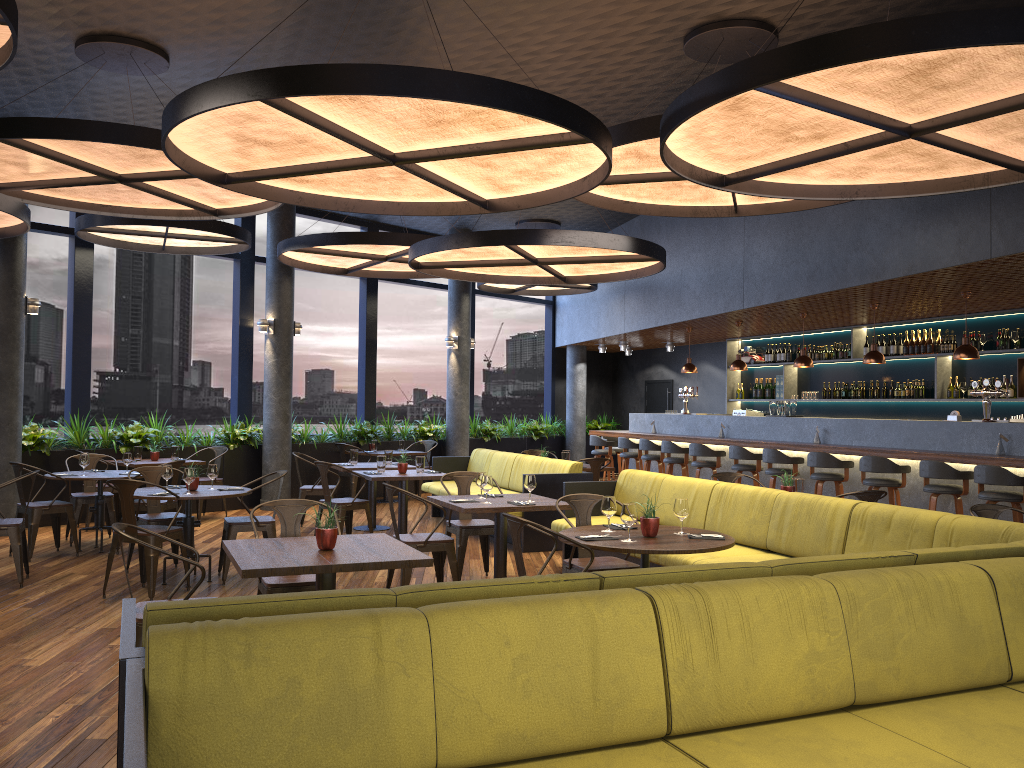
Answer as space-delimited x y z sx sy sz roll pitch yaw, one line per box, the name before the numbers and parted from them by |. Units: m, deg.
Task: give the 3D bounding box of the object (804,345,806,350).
object | 4.521 -0.471 13.669 0.063 0.254 0.063 0 -2 39

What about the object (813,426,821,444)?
object | 3.610 0.600 10.475 0.069 0.203 0.114 2 -2 -34

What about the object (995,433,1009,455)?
object | 4.558 0.559 8.262 0.114 0.203 0.069 0 -1 11

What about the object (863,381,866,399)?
object | 5.036 0.090 12.686 0.063 0.254 0.063 0 -2 39

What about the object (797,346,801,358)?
object | 4.449 -0.470 13.764 0.063 0.254 0.063 2 -2 -41

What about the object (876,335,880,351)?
object | 5.088 -0.525 12.336 0.085 0.310 0.086 0 -1 10

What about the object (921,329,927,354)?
object | 5.390 -0.550 11.589 0.084 0.330 0.084 1 -1 -16

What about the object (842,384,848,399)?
object | 4.849 0.109 12.922 0.088 0.224 0.088 1 -1 -8

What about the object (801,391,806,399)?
object | 4.524 0.175 13.729 0.084 0.119 0.084 0 -1 22

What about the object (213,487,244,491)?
object | -2.391 0.884 7.474 0.255 0.019 0.157 1 -2 -25

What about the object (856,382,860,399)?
object | 4.999 0.092 12.787 0.063 0.254 0.063 1 -1 10

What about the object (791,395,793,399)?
object | 4.408 0.209 13.951 0.042 0.059 0.042 0 -2 29

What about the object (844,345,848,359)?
object | 4.892 -0.466 12.951 0.068 0.217 0.068 1 -1 -18

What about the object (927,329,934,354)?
object | 5.429 -0.551 11.501 0.084 0.330 0.084 1 -1 -16

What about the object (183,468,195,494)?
object | -2.591 0.778 7.112 0.097 0.206 0.097 1 -1 -16

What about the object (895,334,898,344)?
object | 5.261 -0.527 12.176 0.085 0.310 0.086 1 -1 4

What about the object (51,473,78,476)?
object | -4.359 0.887 8.676 0.157 0.019 0.255 -1 -2 44

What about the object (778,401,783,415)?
object | 3.487 0.319 11.435 0.105 0.209 0.105 0 -1 12

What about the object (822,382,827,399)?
object | 4.676 0.100 13.276 0.063 0.254 0.063 0 -2 39

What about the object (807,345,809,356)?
object | 4.592 -0.469 13.713 0.063 0.254 0.063 0 -2 39

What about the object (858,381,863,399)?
object | 4.969 0.088 12.634 0.063 0.254 0.063 0 -1 19

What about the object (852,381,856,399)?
object | 4.922 0.091 12.763 0.063 0.254 0.063 1 -1 -5

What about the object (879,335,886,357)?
object | 5.122 -0.527 12.250 0.085 0.310 0.086 1 -1 4

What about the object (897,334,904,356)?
object | 5.297 -0.528 12.088 0.085 0.310 0.086 0 -1 18

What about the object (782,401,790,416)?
object | 3.489 0.316 11.297 0.105 0.209 0.105 0 -1 12

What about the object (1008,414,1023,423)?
object | 4.751 0.318 8.294 0.177 0.091 0.091 -1 -2 42

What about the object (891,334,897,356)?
object | 5.200 -0.530 12.072 0.085 0.310 0.086 0 -1 10

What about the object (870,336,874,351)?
object | 5.106 -0.520 12.526 0.085 0.310 0.086 1 -1 -9

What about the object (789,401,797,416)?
object | 3.592 0.318 11.349 0.105 0.209 0.105 0 -1 12

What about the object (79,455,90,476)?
object | -4.184 0.796 8.670 0.097 0.206 0.097 0 -2 35

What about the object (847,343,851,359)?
object | 4.887 -0.473 12.797 0.088 0.224 0.088 1 -1 -8

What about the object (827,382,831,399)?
object | 4.715 0.098 13.183 0.063 0.254 0.063 2 -2 -36

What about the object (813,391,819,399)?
object | 4.625 0.171 13.492 0.084 0.119 0.084 0 -1 22

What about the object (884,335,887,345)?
object | 5.184 -0.523 12.352 0.085 0.310 0.086 0 -1 18

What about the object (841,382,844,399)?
object | 4.902 0.099 13.118 0.063 0.254 0.063 0 -2 39

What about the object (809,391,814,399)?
object | 4.591 0.172 13.572 0.084 0.119 0.084 0 -1 22

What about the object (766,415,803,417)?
object | 3.513 0.415 11.440 0.273 0.019 0.437 1 -2 -23

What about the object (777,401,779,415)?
object | 3.499 0.322 11.558 0.105 0.209 0.105 0 -1 12

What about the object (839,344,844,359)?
object | 4.803 -0.468 12.921 0.068 0.217 0.068 2 -2 -38

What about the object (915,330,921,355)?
object | 5.353 -0.548 11.684 0.084 0.330 0.084 1 -1 -16

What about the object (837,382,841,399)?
object | 4.822 0.097 13.080 0.063 0.254 0.063 1 -1 5

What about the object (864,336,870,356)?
object | 5.007 -0.522 12.515 0.085 0.310 0.086 1 -1 4

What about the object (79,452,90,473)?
object | -4.363 0.802 9.046 0.097 0.206 0.097 2 -2 -36

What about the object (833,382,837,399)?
object | 4.810 0.100 13.211 0.063 0.254 0.063 0 -2 24

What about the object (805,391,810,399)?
object | 4.557 0.174 13.651 0.084 0.119 0.084 0 -1 22

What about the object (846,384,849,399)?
object | 4.905 0.112 13.022 0.088 0.224 0.088 0 -2 32

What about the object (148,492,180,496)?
object | -2.755 0.869 7.046 0.157 0.019 0.255 0 -1 20

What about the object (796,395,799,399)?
object | 4.455 0.207 13.844 0.042 0.059 0.042 0 -2 29

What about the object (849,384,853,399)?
object | 4.964 0.111 12.941 0.088 0.224 0.088 0 -2 42

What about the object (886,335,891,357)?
object | 5.220 -0.525 12.261 0.085 0.310 0.086 1 -1 -12

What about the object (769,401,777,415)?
object | 3.395 0.320 11.527 0.105 0.209 0.105 0 -1 12

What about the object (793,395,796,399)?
object | 4.412 0.207 13.850 0.042 0.059 0.042 0 -2 29

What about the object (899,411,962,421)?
object | 4.339 0.330 9.313 0.200 0.106 0.766 1 -2 -23
